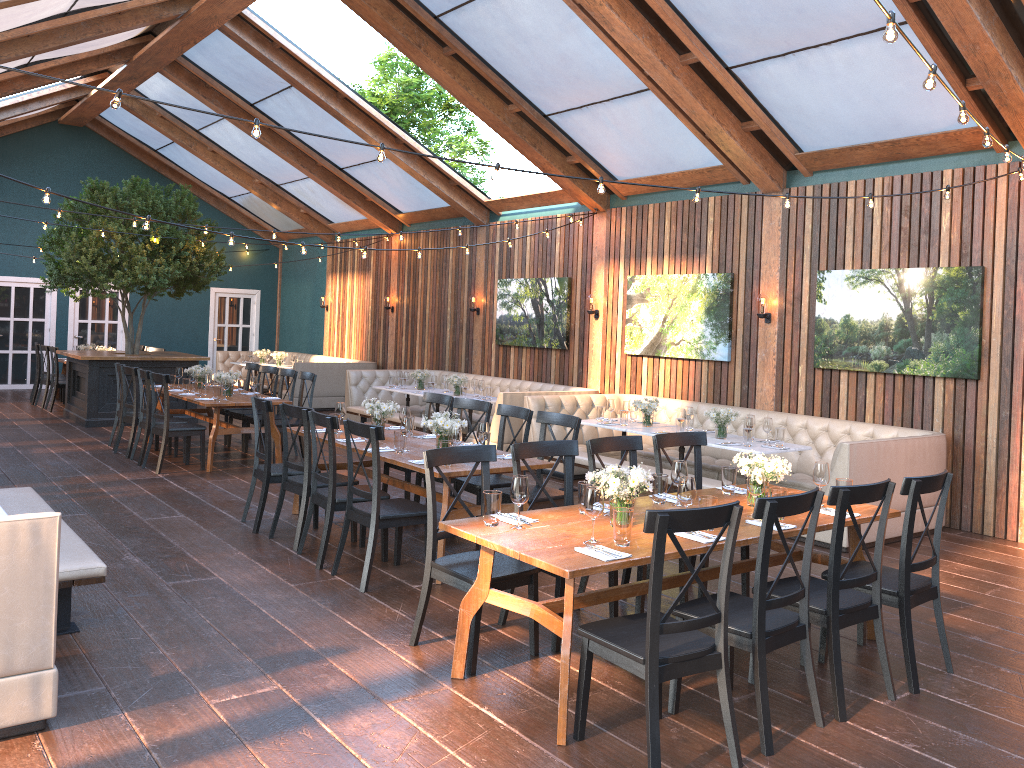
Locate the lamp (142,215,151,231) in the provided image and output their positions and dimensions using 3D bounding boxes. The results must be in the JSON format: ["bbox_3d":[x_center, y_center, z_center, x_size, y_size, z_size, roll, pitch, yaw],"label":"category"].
[{"bbox_3d":[-2.746,-1.211,6.642,0.056,0.120,0.056,2,1,13],"label":"lamp"}]

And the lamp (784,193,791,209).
[{"bbox_3d":[2.042,-1.357,6.556,0.056,0.121,0.056,2,1,-3],"label":"lamp"}]

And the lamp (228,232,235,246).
[{"bbox_3d":[-2.306,-1.191,7.268,0.056,0.121,0.056,2,1,-38],"label":"lamp"}]

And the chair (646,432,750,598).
[{"bbox_3d":[1.172,0.841,5.552,0.477,1.020,0.540,2,1,-37],"label":"chair"}]

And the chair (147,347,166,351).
[{"bbox_3d":[-6.215,-0.101,15.002,0.478,1.020,0.539,3,1,36],"label":"chair"}]

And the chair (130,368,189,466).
[{"bbox_3d":[-3.896,0.348,9.822,0.539,1.020,0.478,2,1,-34],"label":"chair"}]

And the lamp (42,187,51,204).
[{"bbox_3d":[-3.165,-1.282,6.017,0.056,0.120,0.056,2,1,-40],"label":"lamp"}]

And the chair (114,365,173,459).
[{"bbox_3d":[-4.252,0.304,10.255,0.539,1.020,0.478,1,1,-42],"label":"chair"}]

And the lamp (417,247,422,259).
[{"bbox_3d":[-0.950,-1.350,9.109,0.056,0.121,0.056,3,1,40],"label":"lamp"}]

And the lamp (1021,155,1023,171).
[{"bbox_3d":[3.687,-1.585,6.347,0.061,0.119,0.056,2,1,-21],"label":"lamp"}]

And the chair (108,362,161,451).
[{"bbox_3d":[-4.559,0.260,10.724,0.539,1.020,0.478,2,1,-32],"label":"chair"}]

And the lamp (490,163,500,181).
[{"bbox_3d":[-0.112,-1.387,5.783,0.057,0.120,0.056,1,1,-43],"label":"lamp"}]

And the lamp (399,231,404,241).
[{"bbox_3d":[-1.368,-1.832,10.955,0.056,0.121,0.056,2,1,-16],"label":"lamp"}]

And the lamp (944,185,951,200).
[{"bbox_3d":[3.477,-1.527,7.056,0.056,0.118,0.066,2,1,-8],"label":"lamp"}]

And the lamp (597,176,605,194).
[{"bbox_3d":[0.611,-1.356,6.046,0.056,0.121,0.056,3,1,21],"label":"lamp"}]

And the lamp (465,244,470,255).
[{"bbox_3d":[-0.488,-1.476,9.710,0.056,0.120,0.056,2,1,-9],"label":"lamp"}]

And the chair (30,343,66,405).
[{"bbox_3d":[-7.919,-0.177,15.143,0.539,1.020,0.478,2,1,-32],"label":"chair"}]

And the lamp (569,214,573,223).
[{"bbox_3d":[0.781,-2.179,11.643,0.056,0.121,0.056,2,1,-15],"label":"lamp"}]

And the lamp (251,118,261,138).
[{"bbox_3d":[-1.516,-1.519,5.248,0.056,0.120,0.056,3,1,29],"label":"lamp"}]

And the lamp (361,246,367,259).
[{"bbox_3d":[-1.418,-1.263,8.507,0.056,0.120,0.056,2,1,-18],"label":"lamp"}]

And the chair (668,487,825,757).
[{"bbox_3d":[1.034,0.952,3.870,0.477,1.020,0.540,1,1,-42],"label":"chair"}]

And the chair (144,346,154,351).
[{"bbox_3d":[-6.545,-0.147,15.476,0.539,1.020,0.478,1,1,-37],"label":"chair"}]

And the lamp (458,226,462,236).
[{"bbox_3d":[-0.658,-1.935,11.203,0.063,0.118,0.056,1,1,-44],"label":"lamp"}]

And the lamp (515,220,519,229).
[{"bbox_3d":[0.069,-2.055,11.421,0.056,0.120,0.056,2,1,6],"label":"lamp"}]

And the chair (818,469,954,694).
[{"bbox_3d":[1.929,0.940,4.544,0.477,1.020,0.540,1,1,-42],"label":"chair"}]

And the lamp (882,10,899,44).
[{"bbox_3d":[1.414,-1.333,3.304,0.056,0.121,0.056,2,1,-11],"label":"lamp"}]

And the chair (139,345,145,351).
[{"bbox_3d":[-6.882,-0.191,15.924,0.539,1.020,0.478,2,1,-32],"label":"chair"}]

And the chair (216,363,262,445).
[{"bbox_3d":[-3.548,0.246,11.485,0.539,1.020,0.478,1,1,-37],"label":"chair"}]

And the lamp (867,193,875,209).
[{"bbox_3d":[2.763,-1.408,6.807,0.056,0.121,0.056,2,1,-21],"label":"lamp"}]

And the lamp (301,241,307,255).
[{"bbox_3d":[-1.854,-1.210,7.886,0.056,0.120,0.056,2,1,-31],"label":"lamp"}]

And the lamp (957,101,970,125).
[{"bbox_3d":[2.315,-1.390,4.535,0.056,0.120,0.056,2,1,9],"label":"lamp"}]

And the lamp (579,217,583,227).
[{"bbox_3d":[0.891,-2.097,11.457,0.056,0.119,0.062,3,1,36],"label":"lamp"}]

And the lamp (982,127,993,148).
[{"bbox_3d":[2.768,-1.434,5.147,0.056,0.120,0.056,2,1,13],"label":"lamp"}]

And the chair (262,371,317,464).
[{"bbox_3d":[-2.539,0.378,10.142,0.539,1.020,0.478,2,1,-32],"label":"chair"}]

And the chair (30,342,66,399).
[{"bbox_3d":[-8.192,-0.222,15.638,0.539,1.020,0.478,2,1,-32],"label":"chair"}]

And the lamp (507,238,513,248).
[{"bbox_3d":[-0.026,-1.643,10.303,0.071,0.116,0.056,2,1,-15],"label":"lamp"}]

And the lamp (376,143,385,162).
[{"bbox_3d":[-0.817,-1.444,5.521,0.056,0.121,0.056,2,1,-22],"label":"lamp"}]

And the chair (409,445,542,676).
[{"bbox_3d":[-0.170,0.859,4.542,0.477,1.020,0.540,1,1,-42],"label":"chair"}]

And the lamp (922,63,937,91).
[{"bbox_3d":[1.852,-1.360,3.923,0.056,0.120,0.056,2,1,-31],"label":"lamp"}]

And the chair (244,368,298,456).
[{"bbox_3d":[-2.875,0.334,10.590,0.539,1.020,0.478,1,1,-37],"label":"chair"}]

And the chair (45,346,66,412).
[{"bbox_3d":[-7.196,-0.089,14.285,0.539,1.020,0.478,1,1,-37],"label":"chair"}]

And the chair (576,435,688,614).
[{"bbox_3d":[0.725,0.847,5.215,0.477,1.020,0.540,1,1,-42],"label":"chair"}]

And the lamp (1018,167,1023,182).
[{"bbox_3d":[4.187,-1.723,7.276,0.065,0.118,0.056,2,1,13],"label":"lamp"}]

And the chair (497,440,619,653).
[{"bbox_3d":[0.277,0.853,4.878,0.477,1.020,0.540,2,1,-37],"label":"chair"}]

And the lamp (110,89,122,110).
[{"bbox_3d":[-2.236,-1.611,5.008,0.075,0.114,0.056,2,1,9],"label":"lamp"}]

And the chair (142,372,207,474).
[{"bbox_3d":[-3.560,0.392,9.374,0.539,1.020,0.478,1,1,-42],"label":"chair"}]

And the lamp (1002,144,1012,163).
[{"bbox_3d":[3.223,-1.497,5.757,0.059,0.119,0.056,2,1,6],"label":"lamp"}]

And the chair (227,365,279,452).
[{"bbox_3d":[-3.211,0.290,11.037,0.539,1.020,0.478,1,1,-42],"label":"chair"}]

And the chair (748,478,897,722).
[{"bbox_3d":[1.481,0.946,4.207,0.477,1.020,0.540,2,1,-37],"label":"chair"}]

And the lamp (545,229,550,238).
[{"bbox_3d":[0.438,-1.850,10.884,0.060,0.119,0.056,2,1,-15],"label":"lamp"}]

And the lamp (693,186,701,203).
[{"bbox_3d":[1.320,-1.350,6.311,0.059,0.119,0.056,3,1,33],"label":"lamp"}]

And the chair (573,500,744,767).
[{"bbox_3d":[0.587,0.958,3.534,0.477,1.020,0.540,2,1,-32],"label":"chair"}]

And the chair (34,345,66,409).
[{"bbox_3d":[-7.571,-0.133,14.704,0.539,1.020,0.478,1,1,-42],"label":"chair"}]
